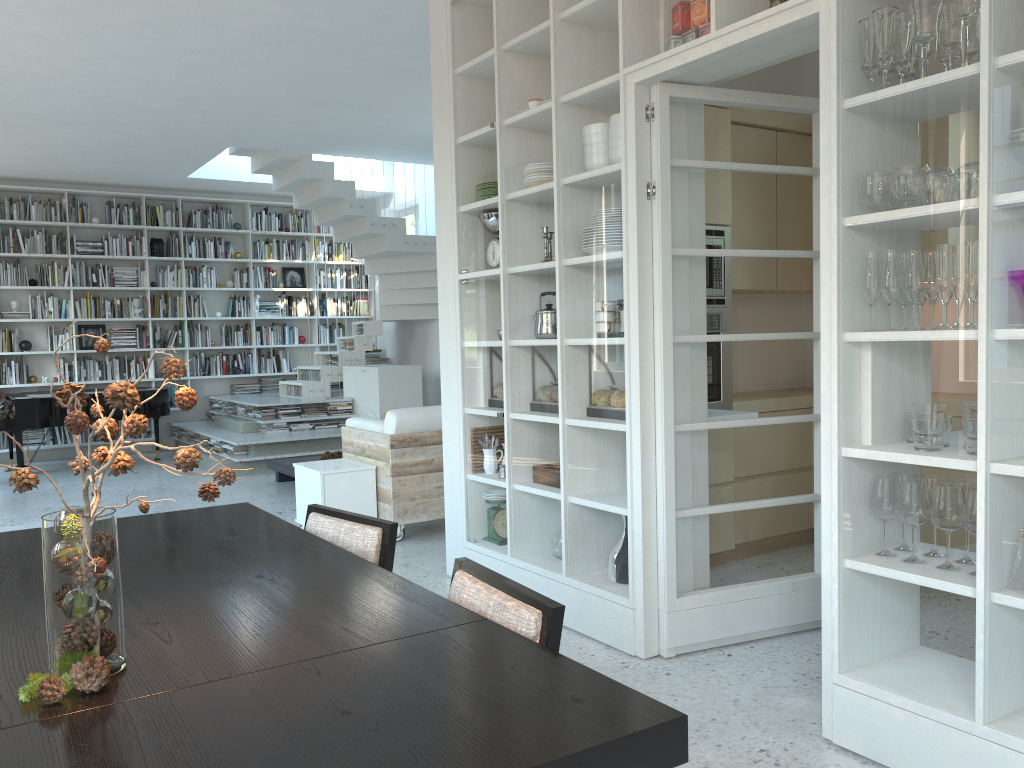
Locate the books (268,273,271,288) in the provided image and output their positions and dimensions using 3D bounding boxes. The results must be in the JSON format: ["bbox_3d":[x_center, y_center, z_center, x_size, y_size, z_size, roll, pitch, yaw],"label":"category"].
[{"bbox_3d":[-3.204,-1.351,11.667,0.013,0.207,0.189,-4,4,-33],"label":"books"}]

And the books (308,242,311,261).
[{"bbox_3d":[-2.759,-1.774,11.950,0.031,0.265,0.169,-4,4,-33],"label":"books"}]

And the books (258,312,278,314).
[{"bbox_3d":[-3.230,-0.933,11.692,0.254,0.012,0.161,-3,3,-29],"label":"books"}]

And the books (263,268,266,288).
[{"bbox_3d":[-3.275,-1.380,11.664,0.043,0.269,0.131,-4,4,-33],"label":"books"}]

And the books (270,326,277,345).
[{"bbox_3d":[-3.152,-0.642,11.726,0.028,0.255,0.191,-4,4,-33],"label":"books"}]

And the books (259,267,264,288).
[{"bbox_3d":[-3.293,-1.386,11.640,0.012,0.285,0.159,-4,4,-33],"label":"books"}]

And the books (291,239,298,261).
[{"bbox_3d":[-2.902,-1.780,11.842,0.022,0.295,0.180,-4,4,-33],"label":"books"}]

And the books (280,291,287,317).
[{"bbox_3d":[-3.037,-1.059,11.789,0.010,0.339,0.180,-4,4,-33],"label":"books"}]

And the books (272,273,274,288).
[{"bbox_3d":[-3.182,-1.356,11.700,0.033,0.213,0.152,-4,4,-33],"label":"books"}]

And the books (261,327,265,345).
[{"bbox_3d":[-3.289,-0.631,11.671,0.024,0.247,0.143,-4,4,-33],"label":"books"}]

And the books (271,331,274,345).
[{"bbox_3d":[-3.192,-0.604,11.718,0.027,0.182,0.186,-4,4,-33],"label":"books"}]

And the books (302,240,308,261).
[{"bbox_3d":[-2.784,-1.782,11.936,0.026,0.284,0.147,-4,4,-33],"label":"books"}]

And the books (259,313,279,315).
[{"bbox_3d":[-3.228,-0.921,11.690,0.285,0.012,0.159,-3,3,-28],"label":"books"}]

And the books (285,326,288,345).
[{"bbox_3d":[-3.031,-0.644,11.815,0.023,0.244,0.189,-4,4,-33],"label":"books"}]

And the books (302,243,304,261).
[{"bbox_3d":[-2.833,-1.758,11.899,0.030,0.241,0.162,-4,4,-33],"label":"books"}]

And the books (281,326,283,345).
[{"bbox_3d":[-3.078,-0.644,11.784,0.014,0.249,0.177,-4,4,-33],"label":"books"}]

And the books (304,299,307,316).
[{"bbox_3d":[-2.808,-1.023,11.946,0.041,0.239,0.176,-4,4,-33],"label":"books"}]

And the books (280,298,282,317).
[{"bbox_3d":[-3.095,-1.011,11.795,0.023,0.247,0.138,-4,4,-33],"label":"books"}]

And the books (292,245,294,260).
[{"bbox_3d":[-2.945,-1.739,11.822,0.031,0.217,0.165,-4,4,-33],"label":"books"}]

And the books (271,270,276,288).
[{"bbox_3d":[-3.159,-1.378,11.713,0.021,0.253,0.167,-4,4,-33],"label":"books"}]

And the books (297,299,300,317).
[{"bbox_3d":[-2.892,-1.018,11.926,0.028,0.235,0.129,-4,4,-33],"label":"books"}]

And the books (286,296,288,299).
[{"bbox_3d":[-3.015,-1.032,11.834,0.013,0.280,0.131,-4,4,-33],"label":"books"}]

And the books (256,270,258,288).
[{"bbox_3d":[-3.354,-1.363,11.588,0.011,0.248,0.155,-4,4,-33],"label":"books"}]

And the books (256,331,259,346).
[{"bbox_3d":[-3.356,-0.597,11.622,0.023,0.186,0.159,-4,4,-33],"label":"books"}]

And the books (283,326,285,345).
[{"bbox_3d":[-3.059,-0.649,11.826,0.012,0.254,0.161,-4,4,-33],"label":"books"}]

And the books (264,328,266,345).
[{"bbox_3d":[-3.268,-0.620,11.670,0.011,0.223,0.162,-4,4,-33],"label":"books"}]

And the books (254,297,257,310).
[{"bbox_3d":[-3.376,-1.004,11.607,0.028,0.267,0.137,-4,4,-33],"label":"books"}]

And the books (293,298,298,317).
[{"bbox_3d":[-2.918,-1.024,11.911,0.031,0.250,0.133,-4,4,-33],"label":"books"}]

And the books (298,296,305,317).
[{"bbox_3d":[-2.833,-1.037,11.926,0.021,0.271,0.191,-4,4,-33],"label":"books"}]

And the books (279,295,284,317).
[{"bbox_3d":[-3.070,-1.031,11.801,0.012,0.285,0.159,-4,4,-33],"label":"books"}]

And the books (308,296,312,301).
[{"bbox_3d":[-2.734,-1.051,12.028,0.029,0.284,0.138,-4,4,-33],"label":"books"}]

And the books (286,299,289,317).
[{"bbox_3d":[-3.023,-1.009,11.809,0.030,0.237,0.179,-4,4,-33],"label":"books"}]

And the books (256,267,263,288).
[{"bbox_3d":[-3.325,-1.386,11.612,0.065,0.289,0.145,-4,4,-33],"label":"books"}]

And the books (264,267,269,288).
[{"bbox_3d":[-3.239,-1.390,11.658,0.012,0.287,0.176,-4,4,-33],"label":"books"}]

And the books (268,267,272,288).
[{"bbox_3d":[-3.200,-1.391,11.682,0.014,0.285,0.175,-4,4,-33],"label":"books"}]

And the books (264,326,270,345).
[{"bbox_3d":[-3.243,-0.633,11.679,0.045,0.246,0.185,-4,4,-33],"label":"books"}]

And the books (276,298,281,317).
[{"bbox_3d":[-3.100,-1.013,11.770,0.012,0.254,0.161,-4,4,-33],"label":"books"}]

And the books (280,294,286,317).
[{"bbox_3d":[-3.046,-1.039,11.785,0.011,0.300,0.184,-4,4,-33],"label":"books"}]

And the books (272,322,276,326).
[{"bbox_3d":[-3.148,-0.666,11.754,0.013,0.299,0.147,-4,4,-33],"label":"books"}]

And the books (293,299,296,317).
[{"bbox_3d":[-2.934,-1.018,11.879,0.031,0.242,0.147,-4,4,-33],"label":"books"}]

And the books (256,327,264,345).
[{"bbox_3d":[-3.313,-0.628,11.642,0.047,0.244,0.177,-4,4,-33],"label":"books"}]

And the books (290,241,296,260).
[{"bbox_3d":[-2.928,-1.764,11.843,0.023,0.264,0.156,-4,4,-33],"label":"books"}]

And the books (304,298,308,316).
[{"bbox_3d":[-2.789,-1.033,11.975,0.024,0.255,0.145,-4,4,-33],"label":"books"}]

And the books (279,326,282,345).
[{"bbox_3d":[-3.105,-0.642,11.790,0.026,0.247,0.165,-4,4,-33],"label":"books"}]

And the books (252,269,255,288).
[{"bbox_3d":[-3.396,-1.365,11.587,0.030,0.254,0.128,-4,4,-33],"label":"books"}]

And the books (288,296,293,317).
[{"bbox_3d":[-2.978,-1.034,11.843,0.059,0.282,0.167,-4,4,-33],"label":"books"}]

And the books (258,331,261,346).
[{"bbox_3d":[-3.337,-0.596,11.632,0.022,0.184,0.162,-4,4,-33],"label":"books"}]

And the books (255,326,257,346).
[{"bbox_3d":[-3.378,-0.630,11.620,0.012,0.254,0.161,-4,4,-33],"label":"books"}]

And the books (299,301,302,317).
[{"bbox_3d":[-2.865,-1.008,11.936,0.025,0.213,0.155,-4,4,-33],"label":"books"}]

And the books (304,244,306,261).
[{"bbox_3d":[-2.805,-1.756,11.928,0.022,0.234,0.158,-4,4,-33],"label":"books"}]

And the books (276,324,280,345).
[{"bbox_3d":[-3.120,-0.654,11.776,0.011,0.272,0.152,-4,4,-33],"label":"books"}]

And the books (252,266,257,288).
[{"bbox_3d":[-3.370,-1.389,11.587,0.015,0.301,0.140,-4,4,-33],"label":"books"}]

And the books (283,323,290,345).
[{"bbox_3d":[-3.013,-0.669,11.829,0.026,0.290,0.181,-4,4,-33],"label":"books"}]

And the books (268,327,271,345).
[{"bbox_3d":[-3.222,-0.631,11.712,0.026,0.239,0.177,-4,4,-33],"label":"books"}]

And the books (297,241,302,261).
[{"bbox_3d":[-2.858,-1.771,11.873,0.036,0.272,0.177,-4,4,-33],"label":"books"}]

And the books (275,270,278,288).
[{"bbox_3d":[-3.134,-1.374,11.718,0.026,0.244,0.177,-4,4,-33],"label":"books"}]

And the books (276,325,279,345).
[{"bbox_3d":[-3.128,-0.647,11.747,0.012,0.262,0.186,-4,4,-33],"label":"books"}]

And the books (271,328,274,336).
[{"bbox_3d":[-3.181,-0.629,11.735,0.012,0.229,0.179,-4,4,-33],"label":"books"}]
